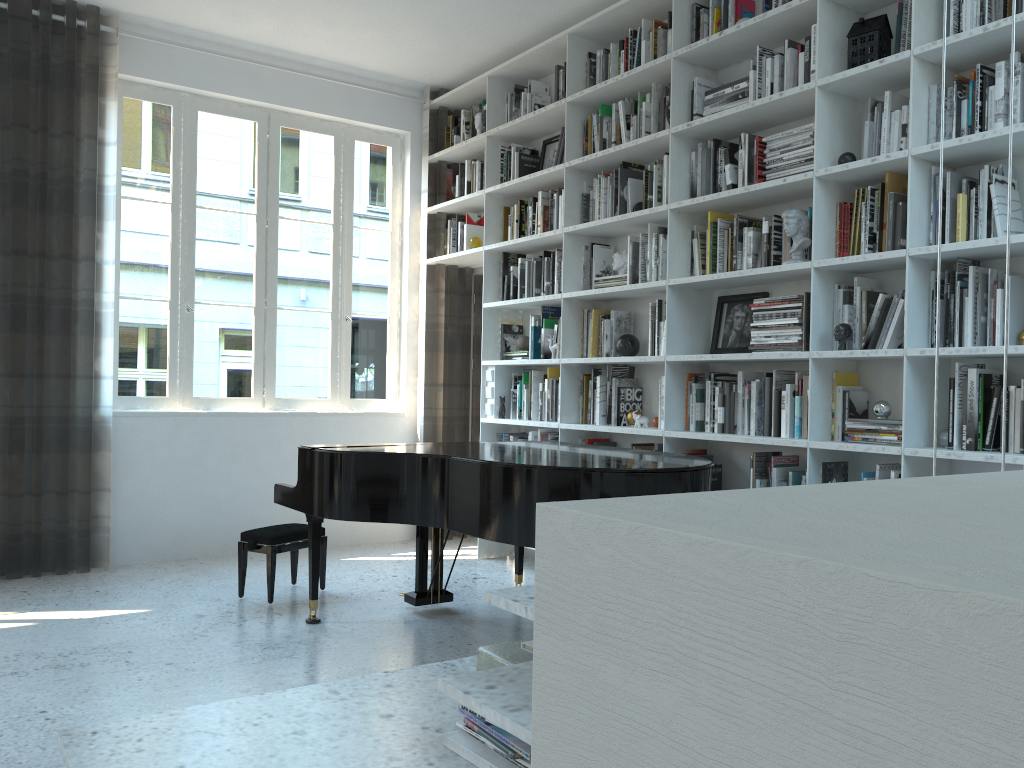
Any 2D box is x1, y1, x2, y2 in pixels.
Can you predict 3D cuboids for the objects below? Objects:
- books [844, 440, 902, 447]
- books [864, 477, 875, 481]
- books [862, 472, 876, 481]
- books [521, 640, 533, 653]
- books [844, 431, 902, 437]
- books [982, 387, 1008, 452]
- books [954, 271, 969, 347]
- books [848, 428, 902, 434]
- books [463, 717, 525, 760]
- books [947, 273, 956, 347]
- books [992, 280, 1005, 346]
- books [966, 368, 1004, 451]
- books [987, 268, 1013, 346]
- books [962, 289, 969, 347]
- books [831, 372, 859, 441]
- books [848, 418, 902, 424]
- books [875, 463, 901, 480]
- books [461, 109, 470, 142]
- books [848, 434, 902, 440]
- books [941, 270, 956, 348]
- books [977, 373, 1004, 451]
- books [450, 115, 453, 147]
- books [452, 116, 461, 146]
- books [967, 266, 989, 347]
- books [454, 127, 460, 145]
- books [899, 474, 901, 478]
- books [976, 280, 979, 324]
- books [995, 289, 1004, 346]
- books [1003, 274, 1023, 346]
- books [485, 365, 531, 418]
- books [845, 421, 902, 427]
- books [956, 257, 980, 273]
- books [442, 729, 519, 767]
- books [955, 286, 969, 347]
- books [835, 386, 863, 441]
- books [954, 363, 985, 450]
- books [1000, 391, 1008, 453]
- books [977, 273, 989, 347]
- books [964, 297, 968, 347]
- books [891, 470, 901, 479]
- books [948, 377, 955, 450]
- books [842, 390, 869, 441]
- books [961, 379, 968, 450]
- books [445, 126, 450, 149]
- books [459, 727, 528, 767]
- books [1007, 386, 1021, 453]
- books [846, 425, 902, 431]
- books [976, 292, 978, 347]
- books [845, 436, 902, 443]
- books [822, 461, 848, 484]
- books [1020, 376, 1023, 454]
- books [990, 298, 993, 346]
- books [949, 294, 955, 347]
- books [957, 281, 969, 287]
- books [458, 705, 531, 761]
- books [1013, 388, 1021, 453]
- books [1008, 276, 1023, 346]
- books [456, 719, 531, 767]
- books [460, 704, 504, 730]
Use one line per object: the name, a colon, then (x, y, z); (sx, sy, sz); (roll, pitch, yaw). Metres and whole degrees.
books: (1.480, 0.232, 3.492); (0.159, 0.012, 0.285); (1, 0, -31)
books: (1.433, 0.487, 3.476); (0.176, 0.246, 0.014); (1, 0, -34)
books: (1.428, 0.478, 3.499); (0.162, 0.264, 0.005); (1, 0, -34)
books: (0.195, 0.585, 1.984); (0.297, 0.014, 0.184); (1, 0, -35)
books: (1.481, 0.196, 3.492); (0.159, 0.012, 0.285); (1, 0, -31)
books: (1.760, 0.126, 3.175); (0.162, 0.231, 0.065); (1, 0, -34)
books: (1.684, -0.267, 3.282); (0.159, 0.284, 0.005); (1, 0, -34)
books: (1.485, 0.184, 3.494); (0.161, 0.012, 0.254); (1, 0, -29)
books: (0.022, 0.717, 1.835); (0.168, 0.012, 0.210); (1, 0, -30)
books: (1.672, -0.266, 3.313); (0.155, 0.281, 0.006); (1, 0, -34)
books: (1.772, -0.244, 3.170); (0.176, 0.238, 0.015); (1, 0, -34)
books: (1.715, 0.094, 3.214); (0.188, 0.294, 0.030); (1, 0, -34)
books: (1.763, -0.267, 3.201); (0.159, 0.285, 0.006); (1, 0, -34)
books: (1.706, -0.234, 3.258); (0.160, 0.218, 0.013); (1, 0, -34)
books: (1.400, 0.095, 3.728); (0.159, 0.285, 0.012); (1, 0, -34)
books: (1.478, 0.147, 3.490); (0.161, 0.012, 0.254); (1, 0, -25)
books: (1.463, 0.460, 3.467); (0.149, 0.300, 0.032); (1, 0, -34)
books: (-0.269, -1.758, 6.205); (0.189, 0.283, 0.028); (1, 0, -34)
books: (1.482, 0.208, 3.493); (0.161, 0.012, 0.254); (1, 0, -28)
books: (1.667, -0.273, 3.323); (0.177, 0.295, 0.018); (1, 0, -34)
books: (1.734, 0.103, 3.203); (0.174, 0.277, 0.010); (1, 0, -34)
books: (-0.365, -1.761, 6.336); (0.175, 0.286, 0.014); (1, 0, -34)
books: (-0.343, -1.752, 6.299); (0.177, 0.269, 0.025); (1, 0, -34)
books: (1.716, -0.274, 3.232); (0.175, 0.297, 0.014); (1, 0, -34)
books: (-0.328, -1.711, 6.278); (0.182, 0.186, 0.028); (1, 0, -34)
books: (1.524, 0.476, 3.380); (0.157, 0.271, 0.015); (1, 0, -34)
books: (1.737, -0.248, 3.234); (0.153, 0.247, 0.007); (1, 0, -34)
books: (1.777, -0.228, 3.156); (0.180, 0.207, 0.014); (1, 0, -34)
books: (1.789, -0.255, 3.147); (0.142, 0.261, 0.014); (1, 0, -34)
books: (-0.026, 0.053, 5.745); (0.307, 0.340, 0.106); (1, 0, -34)
books: (1.484, 0.159, 3.493); (0.159, 0.012, 0.285); (1, 0, -30)
books: (1.698, -0.296, 3.306); (0.149, 0.342, 0.007); (1, 0, -34)
books: (0.010, 0.753, 1.828); (0.200, 0.023, 0.262); (1, 0, -36)
books: (1.689, -0.239, 3.260); (0.188, 0.226, 0.011); (1, 0, -34)
books: (1.410, 0.123, 3.711); (0.141, 0.229, 0.027); (1, 0, -34)
books: (1.684, 0.082, 3.262); (0.187, 0.316, 0.010); (1, 0, -34)
books: (1.782, 0.133, 3.144); (0.175, 0.217, 0.011); (1, 0, -34)
books: (1.738, -0.258, 3.208); (0.183, 0.267, 0.012); (1, 0, -34)
books: (1.709, -0.218, 3.244); (0.184, 0.186, 0.013); (1, 0, -34)
books: (1.496, 0.468, 3.382); (0.172, 0.285, 0.021); (1, 0, -34)
books: (1.673, 0.109, 3.275); (0.186, 0.262, 0.023); (1, 0, -34)
books: (1.428, 0.133, 3.689); (0.136, 0.210, 0.030); (1, 0, -34)
books: (1.701, 0.113, 3.237); (0.178, 0.256, 0.023); (1, 0, -34)
books: (-0.402, -1.728, 6.386); (0.188, 0.219, 0.014); (1, 0, -34)
books: (0.027, 0.739, 1.839); (0.164, 0.006, 0.264); (1, 0, -33)
books: (1.802, 0.125, 3.133); (0.142, 0.234, 0.029); (1, 0, -34)
books: (1.476, 0.171, 3.489); (0.161, 0.012, 0.254); (1, 0, -34)
books: (1.740, -0.226, 3.225); (0.167, 0.203, 0.013); (1, 0, -34)
books: (1.484, 0.220, 3.495); (0.159, 0.012, 0.285); (1, 0, -29)
books: (1.346, 0.467, 3.698); (0.159, 0.285, 0.012); (1, 0, -34)
books: (1.822, 0.108, 3.091); (0.171, 0.268, 0.014); (1, 0, -34)
books: (1.766, -0.214, 3.192); (0.140, 0.179, 0.013); (1, 0, -34)
books: (1.683, -0.227, 3.309); (0.154, 0.204, 0.013); (1, 0, -34)
books: (1.691, -0.250, 3.276); (0.165, 0.248, 0.013); (1, 0, -34)
books: (0.026, 0.705, 1.837); (0.159, 0.012, 0.292); (1, 0, -31)
books: (1.813, 0.128, 3.109); (0.159, 0.228, 0.024); (1, 0, -34)
books: (1.797, -0.250, 3.136); (0.172, 0.251, 0.013); (1, 0, -34)
books: (0.027, 0.732, 1.839); (0.159, 0.008, 0.285); (1, 0, -36)
books: (0.025, 0.676, 1.836); (0.157, 0.025, 0.234); (1, 0, -39)
